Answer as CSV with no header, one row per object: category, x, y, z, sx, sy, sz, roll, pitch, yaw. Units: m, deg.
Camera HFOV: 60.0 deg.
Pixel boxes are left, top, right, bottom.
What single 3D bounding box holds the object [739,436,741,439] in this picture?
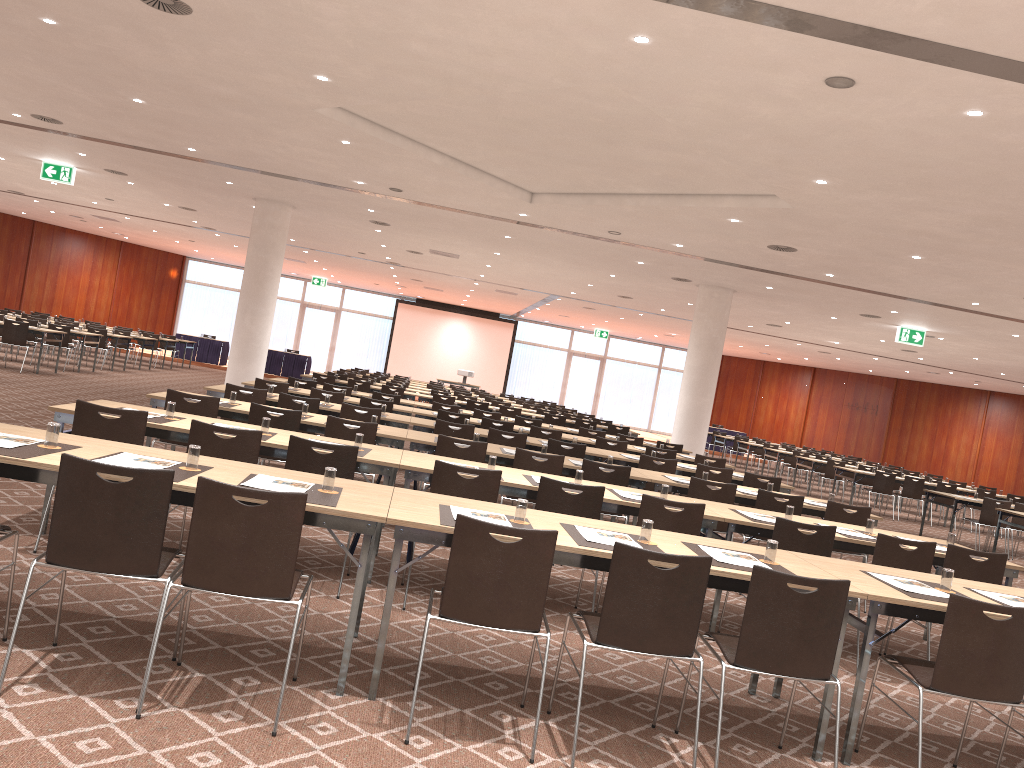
object,6.882,1.613,26.738,0.054,0.114,0.054,10,1,-17

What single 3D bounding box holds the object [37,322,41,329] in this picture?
object,-9.077,-1.123,17.025,0.054,0.114,0.054,9,1,-40

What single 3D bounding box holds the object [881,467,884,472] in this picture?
object,8.743,2.005,20.904,0.054,0.114,0.054,9,1,-40

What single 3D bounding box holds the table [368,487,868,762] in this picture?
table,0.439,1.185,4.523,2.267,0.833,0.953,10,1,-6

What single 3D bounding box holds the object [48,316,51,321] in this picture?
object,-11.878,-1.681,22.763,0.054,0.114,0.054,9,1,-40

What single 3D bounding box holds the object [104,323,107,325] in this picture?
object,-12.261,-1.791,26.745,0.054,0.114,0.054,9,1,-40

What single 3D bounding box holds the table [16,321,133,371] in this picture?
table,-10.342,-0.905,20.979,2.267,0.833,0.953,10,1,-6

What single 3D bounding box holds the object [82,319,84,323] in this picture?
object,-12.908,-1.905,26.669,0.054,0.114,0.054,9,1,-40

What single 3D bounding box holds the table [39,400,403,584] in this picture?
table,-1.979,0.736,6.280,2.267,0.833,0.953,10,1,-6

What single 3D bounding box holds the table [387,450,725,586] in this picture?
table,0.245,1.129,6.512,2.267,0.833,0.953,10,1,-6

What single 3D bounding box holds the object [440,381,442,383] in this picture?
object,-2.242,-0.020,27.801,0.054,0.114,0.054,11,1,28

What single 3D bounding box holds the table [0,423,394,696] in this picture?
table,-1.785,0.791,4.291,2.267,0.833,0.953,10,1,-6

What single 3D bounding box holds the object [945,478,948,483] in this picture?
object,10.332,2.286,21.075,0.054,0.114,0.054,11,1,28

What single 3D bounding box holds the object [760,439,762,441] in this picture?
object,7.515,1.725,26.799,0.054,0.114,0.054,10,1,-17

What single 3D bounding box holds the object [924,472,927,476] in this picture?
object,10.779,2.344,23.121,0.054,0.114,0.054,9,1,-40

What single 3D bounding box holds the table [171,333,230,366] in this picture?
table,-10.601,-1.172,30.213,1.712,0.832,1.041,10,1,-6

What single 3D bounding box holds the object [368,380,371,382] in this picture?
object,-2.850,-0.023,17.689,0.054,0.114,0.054,11,1,28

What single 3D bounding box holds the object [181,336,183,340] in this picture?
object,-10.043,-1.399,26.978,0.054,0.114,0.054,10,1,-17

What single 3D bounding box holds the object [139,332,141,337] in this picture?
object,-9.648,-1.287,22.998,0.054,0.114,0.054,10,1,-17

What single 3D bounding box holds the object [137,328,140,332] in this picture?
object,-11.307,-1.622,26.841,0.054,0.114,0.054,10,1,-17

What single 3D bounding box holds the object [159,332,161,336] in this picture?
object,-10.673,-1.510,26.909,0.054,0.114,0.054,10,1,-17

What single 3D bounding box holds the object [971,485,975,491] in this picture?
object,9.885,2.228,19.021,0.054,0.114,0.054,11,1,28

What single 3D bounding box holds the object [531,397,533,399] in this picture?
object,0.629,0.487,28.089,0.054,0.114,0.054,11,1,28

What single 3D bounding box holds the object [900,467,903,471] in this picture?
object,10.126,2.229,23.047,0.054,0.114,0.054,9,1,-40

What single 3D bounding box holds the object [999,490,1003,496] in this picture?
object,10.524,2.341,19.085,0.054,0.114,0.054,11,1,28

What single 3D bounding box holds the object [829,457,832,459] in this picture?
object,7.459,1.778,20.769,0.054,0.114,0.054,9,1,-40

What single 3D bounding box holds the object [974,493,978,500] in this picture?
object,8.008,1.933,15.308,0.054,0.114,0.054,10,1,-17

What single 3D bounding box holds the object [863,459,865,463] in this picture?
object,9.936,2.174,25.036,0.054,0.114,0.054,9,1,-40

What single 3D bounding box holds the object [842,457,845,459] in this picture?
object,8.554,1.951,22.889,0.054,0.114,0.054,10,1,-17

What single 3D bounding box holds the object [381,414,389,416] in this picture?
object,-1.480,0.357,10.288,0.102,0.001,0.102,10,1,-17

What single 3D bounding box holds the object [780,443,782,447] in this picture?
object,8.153,1.838,26.873,0.054,0.114,0.054,10,1,-17

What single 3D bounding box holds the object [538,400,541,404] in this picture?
object,0.812,0.541,26.102,0.054,0.114,0.054,11,1,28

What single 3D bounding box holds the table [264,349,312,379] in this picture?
table,-7.814,-0.679,30.504,1.712,0.832,1.041,10,1,-6

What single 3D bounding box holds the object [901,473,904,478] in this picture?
object,8.296,1.947,18.843,0.054,0.114,0.054,9,1,-40

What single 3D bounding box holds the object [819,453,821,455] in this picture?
object,7.914,1.838,22.828,0.054,0.114,0.054,10,1,-17

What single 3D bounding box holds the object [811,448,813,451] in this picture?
object,9.112,2.008,26.960,0.054,0.114,0.054,9,1,-40

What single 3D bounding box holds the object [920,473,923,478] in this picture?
object,9.697,2.174,21.010,0.054,0.114,0.054,11,1,28

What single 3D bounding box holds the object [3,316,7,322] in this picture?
object,-9.703,-1.234,16.972,0.054,0.114,0.054,9,1,-40

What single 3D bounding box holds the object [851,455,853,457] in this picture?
object,10.381,2.232,27.100,0.054,0.114,0.054,9,1,-40

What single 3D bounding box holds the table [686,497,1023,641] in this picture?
table,2.469,1.522,6.745,2.267,0.833,0.953,10,1,-6

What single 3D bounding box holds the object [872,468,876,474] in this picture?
object,7.661,1.835,18.779,0.054,0.114,0.054,9,1,-40

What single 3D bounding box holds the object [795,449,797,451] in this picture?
object,7.274,1.725,22.751,0.054,0.114,0.054,10,1,-17

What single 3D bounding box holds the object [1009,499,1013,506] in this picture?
object,8.640,2.045,15.362,0.054,0.114,0.054,10,1,-17

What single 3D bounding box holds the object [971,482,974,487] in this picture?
object,10.973,2.400,21.127,0.054,0.114,0.054,11,1,28

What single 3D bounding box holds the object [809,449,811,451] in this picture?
object,8.349,1.894,24.876,0.054,0.114,0.054,10,1,-17

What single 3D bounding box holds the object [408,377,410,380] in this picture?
object,-2.995,-0.132,25.707,0.054,0.114,0.054,11,1,28

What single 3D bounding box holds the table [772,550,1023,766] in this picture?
table,2.663,1.578,4.756,2.267,0.833,0.953,10,1,-6

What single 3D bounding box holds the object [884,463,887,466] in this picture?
object,10.579,2.288,25.112,0.054,0.114,0.054,9,1,-40

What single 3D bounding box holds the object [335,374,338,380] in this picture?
object,-3.491,-0.136,17.623,0.054,0.114,0.054,9,1,-40

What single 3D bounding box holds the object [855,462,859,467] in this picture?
object,8.105,1.892,20.840,0.054,0.114,0.054,9,1,-40

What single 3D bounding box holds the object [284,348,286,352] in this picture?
object,-7.811,-1.169,30.574,0.054,0.114,0.054,10,1,5

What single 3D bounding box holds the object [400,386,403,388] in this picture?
object,-2.209,0.091,17.741,0.054,0.114,0.054,11,1,28

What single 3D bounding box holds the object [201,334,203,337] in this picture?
object,-10.597,-1.662,30.283,0.054,0.114,0.054,10,1,5

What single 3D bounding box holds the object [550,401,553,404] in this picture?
object,1.253,0.597,28.157,0.054,0.114,0.054,9,1,-40

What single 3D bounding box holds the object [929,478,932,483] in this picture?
object,8.932,2.060,18.921,0.054,0.114,0.054,9,1,-40

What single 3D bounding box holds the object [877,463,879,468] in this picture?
object,9.490,2.116,22.987,0.054,0.114,0.054,9,1,-40

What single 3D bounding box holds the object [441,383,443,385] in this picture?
object,-2.036,0.037,25.811,0.054,0.114,0.054,11,1,28

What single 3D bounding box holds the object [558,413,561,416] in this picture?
object,0.968,0.652,18.082,0.054,0.114,0.054,11,1,28

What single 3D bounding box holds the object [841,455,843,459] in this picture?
object,9.298,2.061,24.979,0.054,0.114,0.054,9,1,-40
